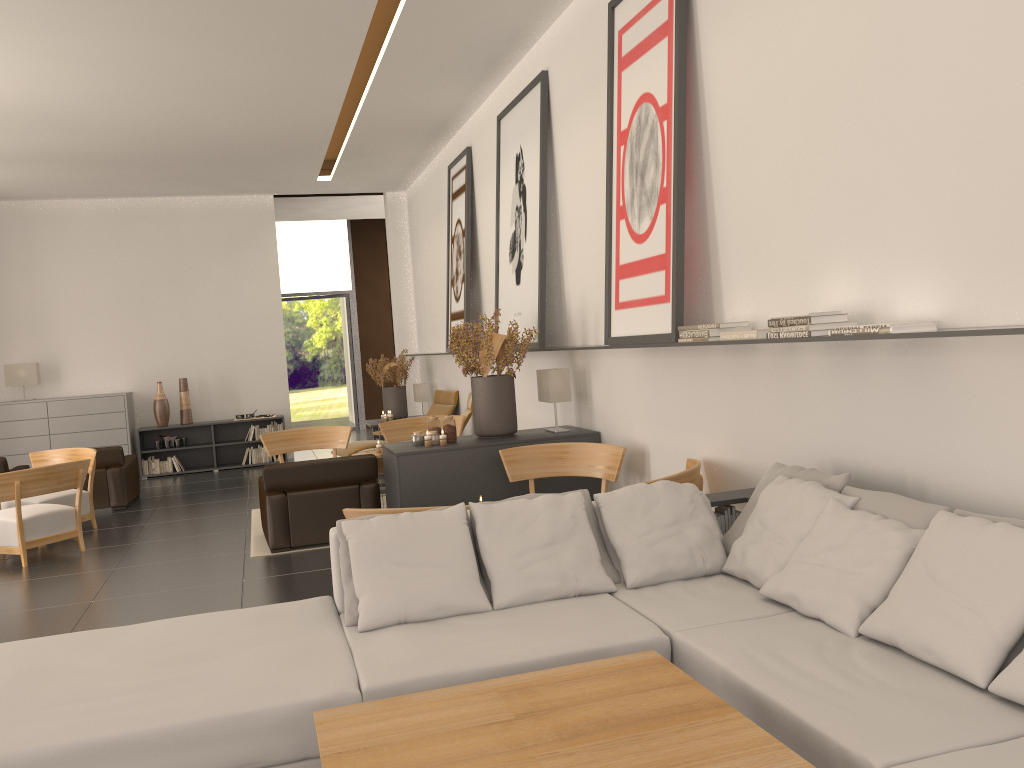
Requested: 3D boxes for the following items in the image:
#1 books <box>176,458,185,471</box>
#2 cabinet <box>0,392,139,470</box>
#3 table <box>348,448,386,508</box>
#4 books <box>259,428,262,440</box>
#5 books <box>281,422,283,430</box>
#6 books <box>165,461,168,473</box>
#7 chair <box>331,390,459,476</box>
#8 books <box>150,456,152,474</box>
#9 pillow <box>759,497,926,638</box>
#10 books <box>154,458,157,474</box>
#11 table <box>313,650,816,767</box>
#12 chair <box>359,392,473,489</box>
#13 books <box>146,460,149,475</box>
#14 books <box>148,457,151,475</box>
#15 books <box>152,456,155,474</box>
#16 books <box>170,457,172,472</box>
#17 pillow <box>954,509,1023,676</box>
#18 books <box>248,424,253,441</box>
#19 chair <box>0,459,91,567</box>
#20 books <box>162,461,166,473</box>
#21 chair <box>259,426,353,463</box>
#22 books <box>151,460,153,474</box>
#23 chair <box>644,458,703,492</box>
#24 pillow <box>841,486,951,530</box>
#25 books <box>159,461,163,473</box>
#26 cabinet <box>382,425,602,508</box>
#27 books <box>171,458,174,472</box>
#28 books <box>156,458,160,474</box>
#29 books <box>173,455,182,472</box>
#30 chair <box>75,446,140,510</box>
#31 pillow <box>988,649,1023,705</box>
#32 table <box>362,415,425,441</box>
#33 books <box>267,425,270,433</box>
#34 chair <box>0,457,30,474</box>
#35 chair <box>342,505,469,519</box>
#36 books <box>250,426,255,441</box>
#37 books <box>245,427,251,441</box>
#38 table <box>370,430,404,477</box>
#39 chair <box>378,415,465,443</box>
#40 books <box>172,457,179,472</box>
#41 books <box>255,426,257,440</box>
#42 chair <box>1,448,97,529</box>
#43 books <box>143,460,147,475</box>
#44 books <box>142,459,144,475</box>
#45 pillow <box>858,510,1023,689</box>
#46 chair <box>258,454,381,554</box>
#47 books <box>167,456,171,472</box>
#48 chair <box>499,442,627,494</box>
[{"bbox_3d":[-7.283,1.766,19.482,0.142,0.289,0.252,-5,2,-16],"label":"books"},{"bbox_3d":[-9.808,1.249,19.068,3.081,1.875,1.040,-5,2,-16],"label":"cabinet"},{"bbox_3d":[-1.945,1.431,13.083,0.797,0.903,0.798,-4,2,6],"label":"table"},{"bbox_3d":[-5.657,1.122,19.992,0.054,0.249,0.167,-5,2,-16],"label":"books"},{"bbox_3d":[-5.199,1.039,20.080,0.022,0.338,0.253,-5,2,-16],"label":"books"},{"bbox_3d":[-7.565,1.809,19.445,0.054,0.249,0.167,-5,2,-16],"label":"books"},{"bbox_3d":[-2.305,0.963,17.627,2.423,1.485,1.299,-5,2,-26],"label":"chair"},{"bbox_3d":[-7.861,1.767,19.332,0.029,0.385,0.219,-5,2,-16],"label":"books"},{"bbox_3d":[1.823,0.977,4.866,0.590,0.562,0.803,-5,2,-21],"label":"pillow"},{"bbox_3d":[-7.765,1.793,19.352,0.039,0.318,0.236,-5,2,-16],"label":"books"},{"bbox_3d":[0.166,1.777,3.269,1.601,0.839,1.600,-5,3,-16],"label":"table"},{"bbox_3d":[-1.790,1.008,15.844,2.421,1.485,1.300,-4,2,-6],"label":"chair"},{"bbox_3d":[-7.928,1.810,19.299,0.039,0.312,0.246,-5,2,-16],"label":"books"},{"bbox_3d":[-7.895,1.784,19.327,0.039,0.357,0.210,-5,2,-16],"label":"books"},{"bbox_3d":[-7.806,1.763,19.341,0.039,0.384,0.232,-5,2,-16],"label":"books"},{"bbox_3d":[-7.466,1.764,19.428,0.019,0.324,0.254,-5,2,-16],"label":"books"},{"bbox_3d":[2.221,0.954,4.150,0.550,0.581,0.919,-5,2,-16],"label":"pillow"},{"bbox_3d":[-5.866,1.090,19.896,0.138,0.354,0.236,-5,2,-16],"label":"books"},{"bbox_3d":[-6.322,1.667,11.643,1.150,1.226,1.453,-3,2,29],"label":"chair"},{"bbox_3d":[-7.619,1.813,19.430,0.054,0.249,0.167,-5,2,-16],"label":"books"},{"bbox_3d":[-3.130,1.324,13.782,1.452,1.226,1.151,-5,2,-16],"label":"chair"},{"bbox_3d":[-7.835,1.806,19.342,0.017,0.302,0.215,-5,2,-16],"label":"books"},{"bbox_3d":[1.045,1.319,7.582,1.150,1.226,1.453,-3,2,29],"label":"chair"},{"bbox_3d":[1.972,0.932,5.012,0.550,0.581,0.919,-5,2,-16],"label":"pillow"},{"bbox_3d":[-7.672,1.818,19.414,0.054,0.249,0.167,-5,2,-16],"label":"books"},{"bbox_3d":[-0.237,1.263,10.612,2.401,1.239,1.120,-5,2,-16],"label":"cabinet"},{"bbox_3d":[-7.448,1.772,19.441,0.017,0.305,0.239,-5,2,-16],"label":"books"},{"bbox_3d":[-7.717,1.792,19.361,0.054,0.311,0.244,-5,2,-16],"label":"books"},{"bbox_3d":[-7.345,1.739,19.473,0.138,0.354,0.236,-5,2,-16],"label":"books"},{"bbox_3d":[-7.434,1.636,15.490,1.538,1.075,1.500,-5,2,-16],"label":"chair"},{"bbox_3d":[2.311,0.967,3.329,0.585,0.598,0.802,-5,2,-17],"label":"pillow"},{"bbox_3d":[-2.388,1.203,19.567,1.601,0.839,1.600,-5,3,-16],"label":"table"},{"bbox_3d":[-5.488,1.078,20.001,0.054,0.311,0.244,-5,2,-16],"label":"books"},{"bbox_3d":[-9.145,1.784,14.996,1.538,1.075,1.500,-5,2,-16],"label":"chair"},{"bbox_3d":[-0.485,1.462,6.916,1.451,1.226,1.152,-4,2,9],"label":"chair"},{"bbox_3d":[-5.827,1.103,19.899,0.130,0.322,0.252,-5,2,-16],"label":"books"},{"bbox_3d":[-5.918,1.126,19.873,0.142,0.289,0.252,-5,2,-16],"label":"books"},{"bbox_3d":[-2.195,1.297,16.640,0.798,0.903,0.797,-6,3,-38],"label":"table"},{"bbox_3d":[-1.349,1.171,14.296,1.452,1.226,1.151,-5,2,-16],"label":"chair"},{"bbox_3d":[-7.377,1.759,19.455,0.130,0.322,0.252,-5,2,-16],"label":"books"},{"bbox_3d":[-5.759,1.104,19.925,0.017,0.305,0.239,-5,2,-16],"label":"books"},{"bbox_3d":[-6.926,1.637,13.239,1.451,1.226,1.152,-3,2,24],"label":"chair"},{"bbox_3d":[-7.974,1.817,19.296,0.048,0.305,0.226,-5,2,-16],"label":"books"},{"bbox_3d":[-8.006,1.804,19.273,0.022,0.338,0.253,-5,2,-16],"label":"books"},{"bbox_3d":[2.084,0.947,4.112,0.585,0.598,0.802,-5,2,-17],"label":"pillow"},{"bbox_3d":[-2.492,1.460,11.534,1.538,1.075,1.500,-5,2,-16],"label":"chair"},{"bbox_3d":[-7.512,1.764,19.450,0.054,0.328,0.187,-5,2,-16],"label":"books"},{"bbox_3d":[0.441,1.289,9.178,1.451,1.226,1.152,-3,2,24],"label":"chair"}]
